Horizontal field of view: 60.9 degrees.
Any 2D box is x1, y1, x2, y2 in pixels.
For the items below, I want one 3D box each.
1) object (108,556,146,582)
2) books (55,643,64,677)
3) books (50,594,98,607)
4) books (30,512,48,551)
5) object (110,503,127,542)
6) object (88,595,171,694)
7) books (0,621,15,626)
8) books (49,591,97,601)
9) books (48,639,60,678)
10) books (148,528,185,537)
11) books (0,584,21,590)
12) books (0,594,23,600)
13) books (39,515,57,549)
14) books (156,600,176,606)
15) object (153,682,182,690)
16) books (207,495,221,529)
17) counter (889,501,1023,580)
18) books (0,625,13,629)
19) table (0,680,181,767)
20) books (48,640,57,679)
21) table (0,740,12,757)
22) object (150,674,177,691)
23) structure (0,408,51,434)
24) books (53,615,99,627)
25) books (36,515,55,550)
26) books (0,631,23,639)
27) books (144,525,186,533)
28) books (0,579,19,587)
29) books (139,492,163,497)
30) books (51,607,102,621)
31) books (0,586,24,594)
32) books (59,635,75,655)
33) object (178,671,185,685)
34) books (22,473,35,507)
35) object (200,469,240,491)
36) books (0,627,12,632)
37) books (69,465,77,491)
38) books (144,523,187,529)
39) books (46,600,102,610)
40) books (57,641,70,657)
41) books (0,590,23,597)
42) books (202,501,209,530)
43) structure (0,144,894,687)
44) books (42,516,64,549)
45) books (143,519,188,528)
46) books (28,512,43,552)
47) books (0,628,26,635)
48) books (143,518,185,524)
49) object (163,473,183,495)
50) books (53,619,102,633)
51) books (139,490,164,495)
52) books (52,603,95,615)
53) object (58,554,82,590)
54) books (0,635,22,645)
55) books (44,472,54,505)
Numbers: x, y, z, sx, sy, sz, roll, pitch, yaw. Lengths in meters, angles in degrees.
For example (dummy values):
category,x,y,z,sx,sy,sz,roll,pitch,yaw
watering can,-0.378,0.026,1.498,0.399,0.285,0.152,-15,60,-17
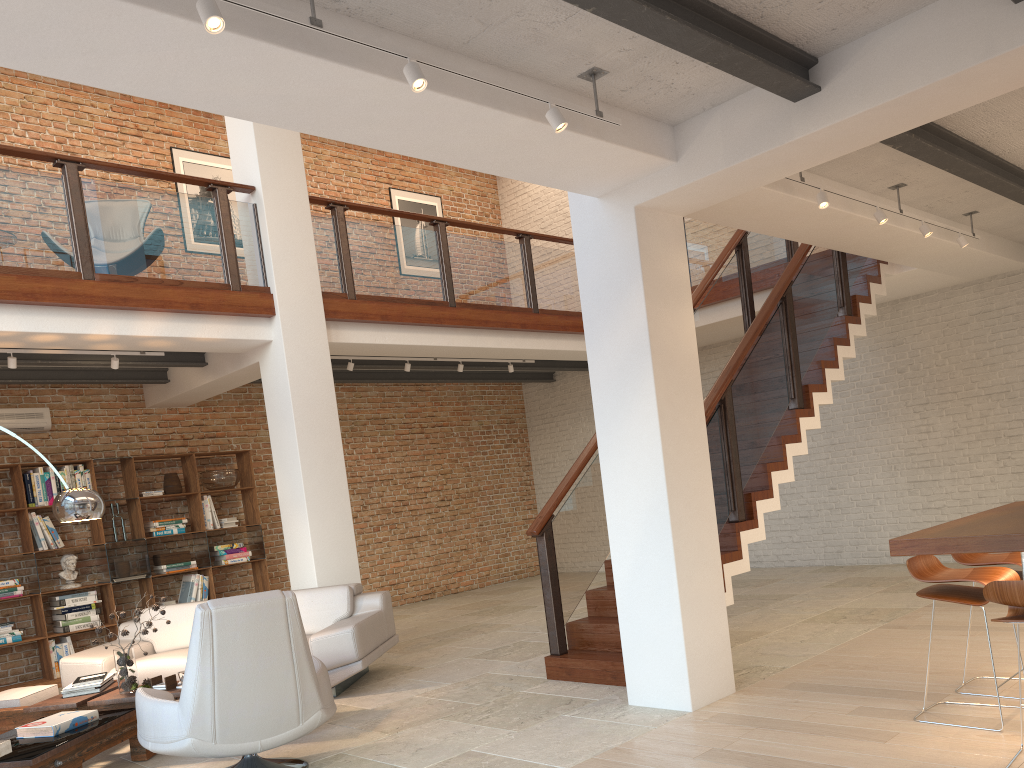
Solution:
category,x,y,z,sx,sy,sz,roll,pitch,yaw
object,-4.029,1.920,9.053,0.332,0.232,0.287,-4,-5,-44
books,-4.489,2.725,8.613,0.056,0.330,0.258,-10,2,-44
books,-4.395,2.171,8.744,0.248,0.064,0.376,-13,-9,40
books,-4.652,1.446,8.522,0.102,0.383,0.247,-10,2,-44
object,-4.076,1.429,9.010,0.120,0.399,0.062,-9,4,-41
object,-2.353,1.623,5.530,0.319,0.606,0.539,-7,-1,17
books,-4.878,2.285,8.270,0.250,0.017,0.164,0,-10,-44
books,-4.402,2.120,8.735,0.376,0.036,0.248,0,-10,-44
books,-4.532,2.701,8.585,0.036,0.383,0.247,-10,2,-44
books,-3.724,1.604,9.403,0.323,0.055,0.258,-3,-8,-34
books,-4.896,1.943,8.275,0.352,0.020,0.276,0,-10,-45
books,-4.879,2.035,8.276,0.352,0.020,0.276,0,-10,-44
books,-4.609,1.465,8.588,0.123,0.349,0.275,-9,1,-44
books,-3.730,2.358,9.381,0.209,0.034,0.131,-13,-9,41
object,-2.038,1.856,5.421,0.251,0.034,0.271,-9,-7,18
books,-3.389,1.442,9.765,0.100,0.384,0.247,-10,2,-44
counter,3.121,0.897,3.411,1.670,0.917,2.533,-3,-7,-44
books,-4.895,2.315,8.280,0.173,0.019,0.234,-13,-9,39
table,-2.459,2.070,5.186,2.212,0.428,1.976,-8,-7,7
books,-4.547,2.698,8.548,0.036,0.383,0.247,-10,2,-44
table,-2.488,1.851,3.709,0.496,0.503,0.495,-7,-2,6
object,-2.140,1.837,5.360,0.115,0.082,0.093,-8,-3,18
structure,-4.951,0.362,8.475,0.805,0.218,0.202,-1,-5,-44
books,-4.375,2.371,8.747,0.359,0.055,0.287,-1,-9,-41
books,-4.619,1.464,8.567,0.123,0.349,0.275,-9,1,-44
books,-4.878,2.391,8.264,0.376,0.036,0.248,0,-10,-44
books,-3.751,1.560,9.393,0.376,0.036,0.248,0,-10,-44
books,-4.893,1.904,8.277,0.323,0.055,0.258,-1,-9,-41
books,-3.836,1.179,9.250,0.204,0.034,0.134,-1,-9,-44
books,-4.363,2.309,8.740,0.247,0.064,0.377,-11,-8,32
books,-4.877,1.968,8.264,0.247,0.036,0.377,-13,-9,39
books,-4.418,2.699,8.704,0.078,0.385,0.247,-10,2,-44
object,-1.997,1.805,5.347,0.091,0.084,0.091,-7,-2,5
books,-4.735,1.049,8.495,0.055,0.330,0.258,-10,2,-44
object,-3.287,1.091,9.837,0.438,0.218,0.438,-7,-5,-2
books,-4.883,2.340,8.280,0.204,0.034,0.134,-1,-9,-44
books,-4.440,1.018,8.765,0.036,0.383,0.247,-10,2,-44
books,-3.736,1.531,9.394,0.247,0.018,0.377,-13,-9,38
books,-4.384,2.211,8.728,0.440,0.020,0.276,0,-10,-44
books,-4.444,2.723,8.647,0.055,0.330,0.258,-10,2,-44
books,-4.885,2.005,8.263,0.248,0.036,0.376,-13,-9,41
books,-3.464,1.466,9.661,0.055,0.330,0.258,-10,2,-44
structure,1.400,-0.300,5.086,10.064,4.128,14.059,-2,-8,-44
books,-4.564,1.471,8.611,0.156,0.329,0.258,-9,1,-44
books,-3.732,1.502,9.388,0.247,0.036,0.377,-13,-9,39
books,-4.695,1.449,8.513,0.100,0.384,0.247,-10,2,-44
books,-4.863,2.362,8.266,0.247,0.018,0.377,-13,-9,38
books,-3.751,1.477,9.399,0.352,0.020,0.276,0,-10,-45
object,-3.669,1.080,9.412,0.193,0.233,0.193,-7,-1,4
books,-4.353,2.428,8.738,0.248,0.064,0.376,-13,-9,40
books,-3.848,1.155,9.250,0.173,0.019,0.234,-13,-9,39
books,-4.382,2.246,8.709,0.258,0.055,0.324,-13,-9,40
object,-4.430,1.870,8.709,0.194,0.350,0.195,-8,1,-28
books,-4.851,2.435,8.275,0.323,0.055,0.258,-3,-8,-34
books,-4.612,1.048,8.612,0.055,0.330,0.258,-10,2,-44
